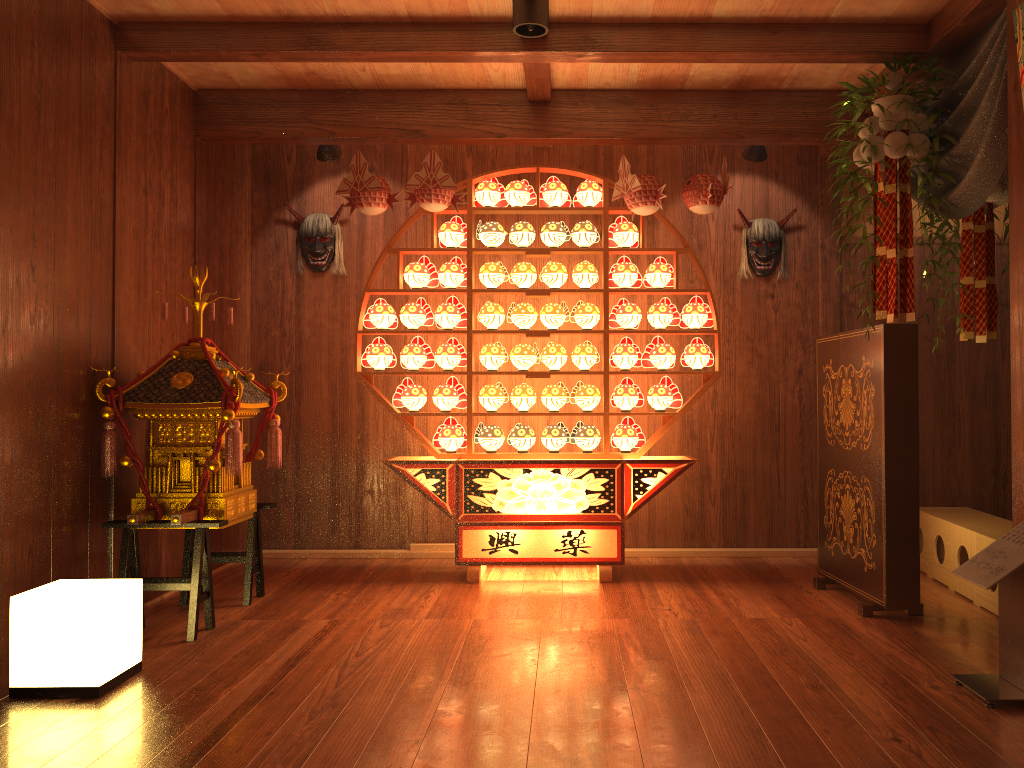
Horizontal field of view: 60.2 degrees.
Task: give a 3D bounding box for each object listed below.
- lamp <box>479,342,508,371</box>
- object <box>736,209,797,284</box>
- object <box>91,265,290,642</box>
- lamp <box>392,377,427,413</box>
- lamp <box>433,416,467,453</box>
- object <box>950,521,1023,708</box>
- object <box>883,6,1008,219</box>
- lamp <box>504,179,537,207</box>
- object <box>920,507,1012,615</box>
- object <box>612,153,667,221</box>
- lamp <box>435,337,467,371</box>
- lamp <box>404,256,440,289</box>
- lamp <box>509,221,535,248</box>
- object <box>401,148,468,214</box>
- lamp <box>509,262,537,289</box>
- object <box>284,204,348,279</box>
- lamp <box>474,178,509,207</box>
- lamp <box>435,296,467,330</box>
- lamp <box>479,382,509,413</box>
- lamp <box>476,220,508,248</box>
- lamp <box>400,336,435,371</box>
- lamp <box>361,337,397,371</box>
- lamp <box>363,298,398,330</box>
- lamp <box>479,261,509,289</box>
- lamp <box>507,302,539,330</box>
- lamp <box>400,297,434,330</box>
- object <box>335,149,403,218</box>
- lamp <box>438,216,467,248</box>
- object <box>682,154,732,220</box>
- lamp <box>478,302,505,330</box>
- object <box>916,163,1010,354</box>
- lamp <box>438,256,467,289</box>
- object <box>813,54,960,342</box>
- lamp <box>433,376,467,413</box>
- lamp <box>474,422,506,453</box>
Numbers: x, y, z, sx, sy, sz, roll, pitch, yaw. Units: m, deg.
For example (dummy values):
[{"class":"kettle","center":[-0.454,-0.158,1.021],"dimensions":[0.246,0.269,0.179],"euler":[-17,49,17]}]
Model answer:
[{"class":"lamp","center":[-0.110,-0.150,4.770],"dimensions":[0.136,0.167,0.160],"euler":[0,-1,22]},{"class":"object","center":[1.527,-0.817,5.319],"dimensions":[0.364,0.453,0.138],"euler":[0,-1,0]},{"class":"object","center":[-1.361,0.245,3.824],"dimensions":[0.607,1.514,0.809],"euler":[0,-1,2]},{"class":"lamp","center":[-0.524,0.058,4.767],"dimensions":[0.192,0.194,0.152],"euler":[1,-1,-39]},{"class":"lamp","center":[-0.327,0.275,4.762],"dimensions":[0.197,0.197,0.155],"euler":[0,-1,-9]},{"class":"object","center":[1.582,0.698,2.787],"dimensions":[0.300,0.560,0.250],"euler":[0,-1,1]},{"class":"object","center":[1.855,-1.068,3.818],"dimensions":[0.095,0.751,1.503],"euler":[0,-1,3]},{"class":"lamp","center":[0.022,-1.037,4.791],"dimensions":[0.164,0.179,0.162],"euler":[-1,-1,32]},{"class":"object","center":[2.302,0.842,4.307],"dimensions":[0.324,0.330,1.299],"euler":[0,-1,7]},{"class":"object","center":[0.674,-1.018,4.551],"dimensions":[0.247,0.314,0.356],"euler":[0,-1,-21]},{"class":"lamp","center":[-0.348,-0.162,4.767],"dimensions":[0.179,0.192,0.160],"euler":[0,-1,16]},{"class":"lamp","center":[-0.519,-0.607,4.778],"dimensions":[0.195,0.200,0.161],"euler":[-1,-1,26]},{"class":"lamp","center":[0.058,-0.808,4.783],"dimensions":[0.141,0.161,0.155],"euler":[0,-1,-8]},{"class":"object","center":[-0.401,-1.030,4.546],"dimensions":[0.348,0.306,0.215],"euler":[0,-1,1]},{"class":"lamp","center":[0.068,-0.588,4.780],"dimensions":[0.142,0.161,0.153],"euler":[0,-1,-18]},{"class":"object","center":[-1.164,-0.842,5.296],"dimensions":[0.364,0.453,0.138],"euler":[0,-1,0]},{"class":"lamp","center":[-0.132,-1.048,4.786],"dimensions":[0.198,0.200,0.159],"euler":[0,-1,11]},{"class":"lamp","center":[-0.350,-0.386,4.772],"dimensions":[0.197,0.200,0.160],"euler":[0,-1,16]},{"class":"lamp","center":[-0.114,0.070,4.768],"dimensions":[0.135,0.167,0.162],"euler":[-1,-1,32]},{"class":"lamp","center":[-0.098,-0.811,4.794],"dimensions":[0.154,0.167,0.142],"euler":[0,-1,17]},{"class":"lamp","center":[-0.534,-0.166,4.765],"dimensions":[0.198,0.200,0.159],"euler":[0,-1,11]},{"class":"lamp","center":[-0.713,-0.163,4.764],"dimensions":[0.192,0.195,0.154],"euler":[0,-1,-14]},{"class":"lamp","center":[-0.697,-0.379,4.769],"dimensions":[0.193,0.187,0.153],"euler":[0,-1,-19]},{"class":"lamp","center":[-0.114,-0.591,4.781],"dimensions":[0.135,0.167,0.162],"euler":[-1,-1,32]},{"class":"lamp","center":[0.074,-0.368,4.781],"dimensions":[0.152,0.161,0.143],"euler":[-1,-1,32]},{"class":"lamp","center":[-0.541,-0.382,4.773],"dimensions":[0.175,0.191,0.162],"euler":[-1,-1,31]},{"class":"object","center":[-0.727,-1.020,4.537],"dimensions":[0.355,0.311,0.245],"euler":[-1,-1,27]},{"class":"lamp","center":[-0.331,-0.827,4.780],"dimensions":[0.197,0.200,0.160],"euler":[0,-1,16]},{"class":"object","center":[0.986,-1.031,4.555],"dimensions":[0.229,0.318,0.365],"euler":[0,-1,-2]},{"class":"lamp","center":[-0.104,-0.370,4.771],"dimensions":[0.142,0.167,0.153],"euler":[0,-1,-18]},{"class":"object","center":[2.367,-0.788,4.622],"dimensions":[0.756,1.260,0.532],"euler":[0,-1,-13]},{"class":"lamp","center":[-0.331,-0.604,4.776],"dimensions":[0.186,0.195,0.160],"euler":[0,-1,16]},{"class":"object","center":[1.642,-0.803,3.837],"dimensions":[0.577,1.260,0.702],"euler":[0,-1,-9]},{"class":"lamp","center":[-0.362,0.054,4.762],"dimensions":[0.195,0.200,0.161],"euler":[-1,-1,26]},{"class":"lamp","center":[-0.103,0.289,4.766],"dimensions":[0.152,0.167,0.143],"euler":[-1,-1,32]}]
